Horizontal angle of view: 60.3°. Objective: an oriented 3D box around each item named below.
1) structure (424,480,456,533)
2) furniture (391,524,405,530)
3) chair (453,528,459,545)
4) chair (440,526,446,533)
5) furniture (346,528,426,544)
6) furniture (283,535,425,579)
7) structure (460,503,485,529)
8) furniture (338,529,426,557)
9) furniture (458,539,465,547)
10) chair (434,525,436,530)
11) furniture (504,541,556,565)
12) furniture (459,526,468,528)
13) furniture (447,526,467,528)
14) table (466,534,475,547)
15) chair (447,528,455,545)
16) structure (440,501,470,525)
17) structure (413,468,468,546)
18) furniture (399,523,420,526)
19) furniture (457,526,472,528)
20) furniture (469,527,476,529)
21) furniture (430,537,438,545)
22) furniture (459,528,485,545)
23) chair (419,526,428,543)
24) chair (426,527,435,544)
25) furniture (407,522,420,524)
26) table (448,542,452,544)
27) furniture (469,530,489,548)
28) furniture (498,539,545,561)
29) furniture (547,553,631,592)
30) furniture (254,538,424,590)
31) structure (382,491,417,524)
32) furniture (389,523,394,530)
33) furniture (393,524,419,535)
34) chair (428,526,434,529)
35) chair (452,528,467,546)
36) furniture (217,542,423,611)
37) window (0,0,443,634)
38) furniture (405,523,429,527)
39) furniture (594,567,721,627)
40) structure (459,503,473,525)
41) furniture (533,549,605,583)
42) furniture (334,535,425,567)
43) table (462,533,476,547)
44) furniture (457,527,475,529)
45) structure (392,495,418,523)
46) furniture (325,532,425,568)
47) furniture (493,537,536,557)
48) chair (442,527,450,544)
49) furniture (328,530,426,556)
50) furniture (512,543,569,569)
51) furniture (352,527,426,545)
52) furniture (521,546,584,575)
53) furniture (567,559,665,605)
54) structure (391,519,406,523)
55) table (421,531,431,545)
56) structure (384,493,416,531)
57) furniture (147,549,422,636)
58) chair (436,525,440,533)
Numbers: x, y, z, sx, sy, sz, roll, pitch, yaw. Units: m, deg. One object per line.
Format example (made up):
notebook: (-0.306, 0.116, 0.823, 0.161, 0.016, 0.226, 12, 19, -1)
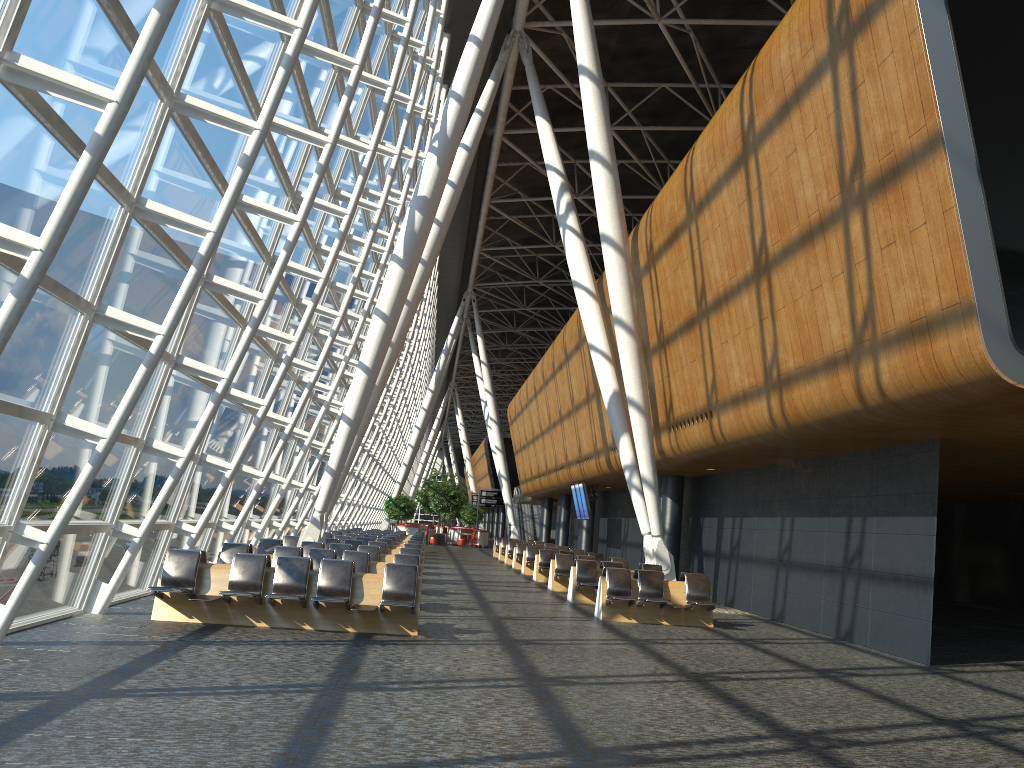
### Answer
structure: (-5.611, 9.834, 69.162, 3.088, 4.502, 5.805, 3, -7, 17)
furniture: (-6.875, 9.109, 54.102, 0.888, 0.999, 2.859, 3, -8, 7)
chair: (-3.105, 9.191, 52.933, 0.660, 1.003, 0.628, 0, -6, 40)
chair: (-4.660, 10.620, 62.591, 0.660, 1.003, 0.628, 1, -5, 30)
furniture: (-5.079, 6.291, 35.150, 3.253, 0.863, 1.675, 5, -8, -5)
furniture: (-3.656, 4.015, 20.232, 3.253, 0.863, 1.675, 5, -8, -5)
structure: (-2.814, 9.664, 61.300, 1.780, 2.760, 1.746, 0, -6, 42)
furniture: (-4.794, 5.836, 32.167, 3.253, 0.863, 1.675, 5, -8, -5)
furniture: (-2.905, 9.091, 50.482, 0.442, 0.457, 0.447, 3, -6, 7)
chair: (-6.357, 11.671, 69.948, 0.663, 1.003, 0.625, 6, -5, -20)
furniture: (0.717, 6.347, 32.908, 1.898, 0.863, 1.675, 5, -8, -5)
furniture: (-5.576, 16.419, 98.914, 1.898, 0.863, 1.675, 5, -8, -5)
furniture: (-4.076, 11.250, 66.285, 0.888, 1.000, 2.856, 0, -9, 37)
table: (-2.563, 9.032, 50.877, 0.797, 0.745, 0.807, 3, -6, 11)
chair: (-3.562, 9.332, 54.022, 0.621, 1.003, 0.667, 1, -5, 30)
structure: (-4.300, 9.754, 64.725, 2.277, 3.453, 2.238, 3, -5, 8)
structure: (-4.528, 7.375, 53.249, 3.099, 4.502, 5.845, 5, -7, -12)
furniture: (-6.799, 9.848, 58.706, 0.895, 1.000, 2.835, 8, -9, -37)
furniture: (-5.007, 15.509, 92.947, 1.898, 0.863, 1.675, 5, -8, -5)
furniture: (-3.335, 11.759, 69.142, 0.889, 0.999, 2.854, 5, -8, -7)
furniture: (-4.427, 8.891, 49.908, 0.442, 0.457, 0.447, 0, -7, 37)
furniture: (-2.680, 9.579, 55.176, 0.895, 1.000, 2.835, 8, -9, -37)
chair: (-5.425, 8.946, 52.435, 0.621, 1.003, 0.667, 2, -5, 20)
chair: (-4.946, 8.775, 51.146, 0.660, 1.003, 0.628, 2, -5, 20)
furniture: (-11.372, 16.363, 101.156, 3.253, 0.863, 1.675, 5, -8, -5)
table: (-3.997, 9.759, 56.075, 0.801, 0.745, 0.804, 6, -7, -19)
furniture: (-1.894, 9.181, 52.325, 0.888, 0.999, 2.859, 3, -8, 7)
furniture: (0.433, 6.802, 35.891, 1.898, 0.863, 1.675, 5, -8, -5)
furniture: (1.855, 4.526, 20.974, 1.898, 0.863, 1.675, 5, -8, -5)
furniture: (-3.372, 3.559, 17.249, 3.253, 0.863, 1.675, 5, -8, -5)
structure: (-6.747, 7.895, 52.562, 1.929, 2.948, 1.869, 7, -5, -31)
furniture: (-8.812, 12.266, 74.304, 3.253, 0.863, 1.675, 5, -8, -5)
furniture: (-6.089, 8.711, 51.252, 0.895, 1.000, 2.835, 8, -9, -37)
chair: (-5.656, 9.913, 58.600, 0.660, 1.003, 0.628, 2, -5, 20)
chair: (-3.051, 9.018, 51.823, 0.622, 1.003, 0.666, 0, -6, 40)
furniture: (-3.087, 3.104, 14.265, 3.253, 0.863, 1.675, 5, -8, -5)
window: (-9.452, 6.167, 77.917, 3.722, 13.921, 167.741, 4, -9, -5)
furniture: (-7.511, 11.648, 70.314, 0.888, 1.000, 2.856, 0, -9, 37)
furniture: (2.424, 3.615, 15.006, 1.898, 0.863, 1.675, 5, -8, -5)
structure: (-3.473, 11.163, 71.684, 1.935, 2.975, 1.899, 0, -6, 42)
furniture: (1.571, 4.981, 23.957, 1.898, 0.863, 1.675, 5, -8, -5)
furniture: (-3.941, 4.470, 23.216, 3.253, 0.863, 1.675, 5, -8, -5)
table: (-2.583, 9.275, 52.410, 0.797, 0.745, 0.807, 3, -6, 11)
furniture: (-3.391, 10.717, 62.630, 0.895, 1.000, 2.835, 8, -9, -37)
structure: (-7.061, 8.604, 56.784, 1.832, 2.832, 1.797, 0, -6, 42)
furniture: (-4.225, 4.925, 26.199, 3.253, 0.863, 1.675, 5, -8, -5)
furniture: (0.148, 7.258, 38.875, 1.898, 0.863, 1.675, 5, -8, -5)
chair: (-3.949, 9.482, 55.137, 0.660, 1.003, 0.628, 1, -5, 30)
furniture: (-4.510, 5.380, 29.183, 3.253, 0.863, 1.675, 5, -8, -5)
furniture: (1.002, 5.892, 29.924, 1.898, 0.863, 1.675, 5, -8, -5)
furniture: (-5.363, 6.746, 38.134, 3.253, 0.863, 1.675, 5, -8, -5)
furniture: (1.286, 5.436, 26.941, 1.898, 0.863, 1.675, 5, -8, -5)
furniture: (2.140, 4.071, 17.990, 1.898, 0.863, 1.675, 5, -8, -5)
structure: (-7.608, 9.107, 60.061, 1.804, 2.794, 1.770, 0, -6, 42)
table: (-4.901, 8.738, 50.079, 0.804, 0.745, 0.801, 8, -7, -34)
structure: (-6.389, 7.556, 49.678, 1.780, 2.760, 1.746, 0, -6, 42)
furniture: (-2.803, 2.649, 11.282, 3.253, 0.863, 1.675, 5, -8, -5)
chair: (-5.331, 11.184, 66.430, 0.663, 1.003, 0.625, 6, -5, -20)
